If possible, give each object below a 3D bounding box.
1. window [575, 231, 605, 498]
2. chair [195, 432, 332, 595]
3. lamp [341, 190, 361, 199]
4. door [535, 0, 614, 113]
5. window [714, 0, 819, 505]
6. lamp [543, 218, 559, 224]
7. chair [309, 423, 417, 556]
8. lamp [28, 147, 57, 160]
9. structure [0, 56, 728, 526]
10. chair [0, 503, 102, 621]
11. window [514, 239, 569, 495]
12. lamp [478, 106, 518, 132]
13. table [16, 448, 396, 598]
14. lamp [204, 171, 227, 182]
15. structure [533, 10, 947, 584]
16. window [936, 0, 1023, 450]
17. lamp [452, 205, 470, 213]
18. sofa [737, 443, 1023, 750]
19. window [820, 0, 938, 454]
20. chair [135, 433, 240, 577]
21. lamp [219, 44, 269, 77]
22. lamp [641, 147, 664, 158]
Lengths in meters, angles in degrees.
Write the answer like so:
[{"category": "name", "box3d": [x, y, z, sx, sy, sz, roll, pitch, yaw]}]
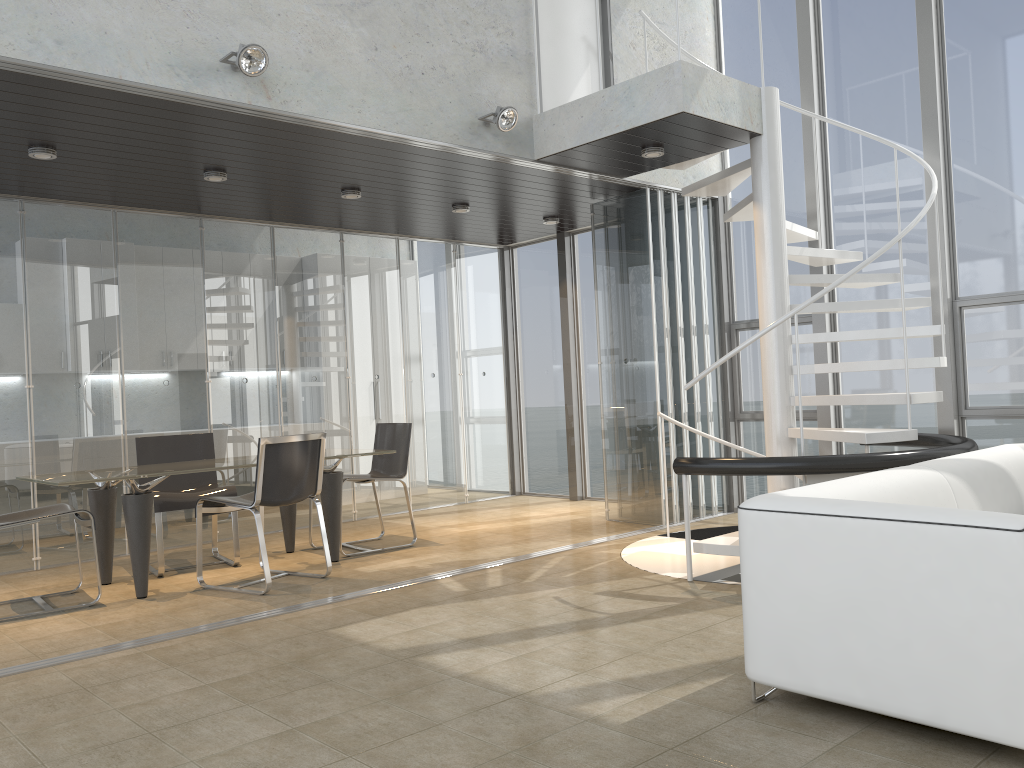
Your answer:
[{"category": "window", "box3d": [0.948, -0.199, 8.659, 0.010, 2.646, 0.742, -2, -1, -42]}, {"category": "chair", "box3d": [-1.552, 0.782, 5.543, 0.660, 0.922, 0.546, -3, -1, 33]}, {"category": "lamp", "box3d": [-1.222, -1.441, 6.742, 0.149, 0.038, 0.149, -2, -1, -27]}, {"category": "door", "box3d": [0.406, -2.897, 6.457, 0.800, 2.100, 0.100, -2, -1, -42]}, {"category": "window", "box3d": [2.092, -1.770, 7.313, 0.050, 5.700, 0.800, -2, -1, -42]}, {"category": "lamp", "box3d": [0.361, -1.504, 8.184, 0.149, 0.038, 0.149, -2, -1, -27]}, {"category": "chair", "box3d": [-1.131, 0.773, 6.692, 0.660, 0.922, 0.546, -2, -1, -37]}, {"category": "lamp", "box3d": [-2.805, -1.378, 5.300, 0.149, 0.038, 0.149, -2, -1, -27]}, {"category": "structure", "box3d": [-0.188, -2.164, 2.499, 9.817, 6.605, 10.665, -2, -1, -43]}, {"category": "chair", "box3d": [-2.821, 0.840, 5.159, 0.660, 0.922, 0.546, -2, -1, -37]}, {"category": "window", "box3d": [0.334, -0.162, 9.335, 0.010, 2.646, 0.742, -2, -1, -42]}, {"category": "lamp", "box3d": [-0.081, -1.690, 5.703, 0.197, 0.154, 0.254, -2, -1, -42]}, {"category": "table", "box3d": [-1.949, 0.893, 5.959, 2.250, 0.733, 0.900, -2, -1, -42]}, {"category": "lamp", "box3d": [-2.014, -1.410, 6.021, 0.149, 0.038, 0.149, -2, -1, -27]}, {"category": "structure", "box3d": [-0.780, 0.755, 5.442, 6.700, 6.900, 4.916, -2, -1, -42]}, {"category": "window", "box3d": [3.320, -1.843, 5.961, 0.050, 5.700, 0.800, -2, -1, -42]}, {"category": "lamp", "box3d": [-0.431, -1.473, 7.463, 0.149, 0.038, 0.149, -2, -1, -27]}, {"category": "sofa", "box3d": [2.036, 0.652, 3.580, 2.601, 0.638, 0.971, -2, -1, -42]}, {"category": "window", "box3d": [2.717, -1.806, 6.647, 0.010, 5.653, 0.742, -2, -1, -42]}, {"category": "chair", "box3d": [-2.298, 0.826, 6.266, 0.546, 0.922, 0.660, -2, -1, -32]}, {"category": "lamp", "box3d": [-1.360, -1.640, 4.538, 0.197, 0.154, 0.254, -2, -1, -42]}, {"category": "lamp", "box3d": [0.945, -1.554, 5.949, 0.149, 0.038, 0.149, -2, -1, -27]}]
